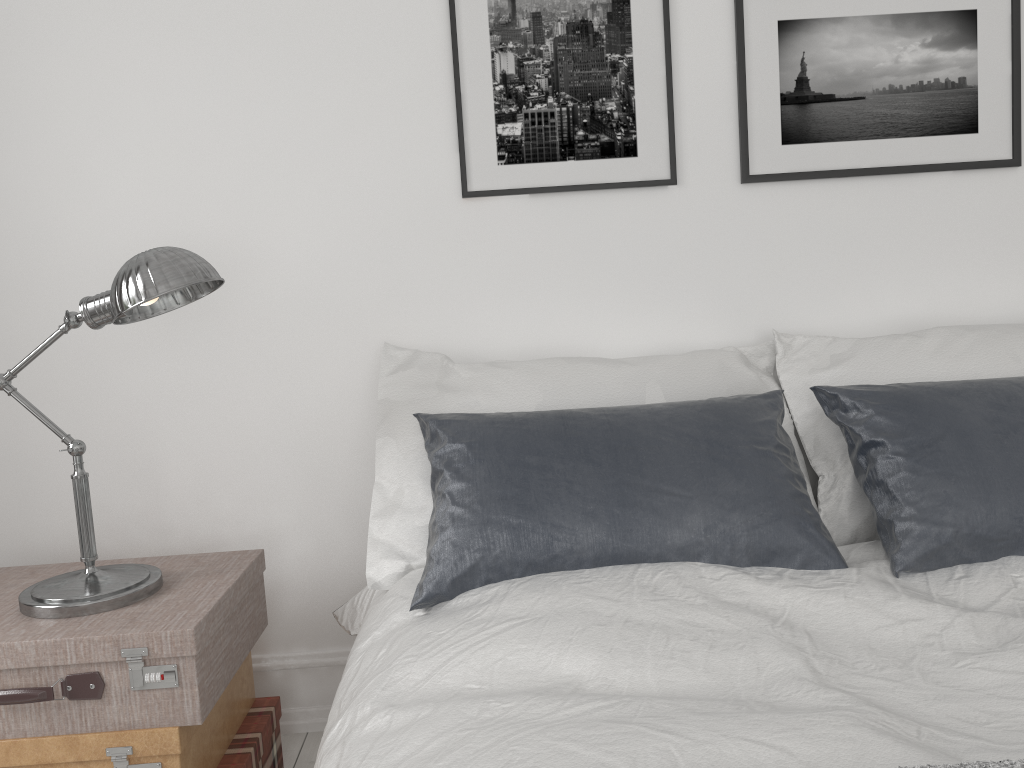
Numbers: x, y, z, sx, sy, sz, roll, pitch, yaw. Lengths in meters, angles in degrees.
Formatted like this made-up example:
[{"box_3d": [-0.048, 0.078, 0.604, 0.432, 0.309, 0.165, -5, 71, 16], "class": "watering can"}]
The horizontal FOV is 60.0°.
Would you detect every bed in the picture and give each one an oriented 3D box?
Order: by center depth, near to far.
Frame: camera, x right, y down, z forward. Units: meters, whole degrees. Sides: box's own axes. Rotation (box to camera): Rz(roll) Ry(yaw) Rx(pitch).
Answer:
[{"box_3d": [0.688, 0.500, 1.121, 2.217, 0.926, 2.473, -4, 6, -1], "class": "bed"}]

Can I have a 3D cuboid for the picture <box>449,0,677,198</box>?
[{"box_3d": [0.120, -0.890, 2.205, 0.545, 0.810, 0.015, -4, 6, -1], "class": "picture"}]

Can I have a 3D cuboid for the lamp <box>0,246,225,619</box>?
[{"box_3d": [-0.801, 0.084, 1.801, 0.488, 0.699, 0.269, -4, 6, -1], "class": "lamp"}]

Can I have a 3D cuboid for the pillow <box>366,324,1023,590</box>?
[{"box_3d": [0.660, 0.115, 2.029, 1.965, 0.529, 0.465, -4, 6, -2], "class": "pillow"}]

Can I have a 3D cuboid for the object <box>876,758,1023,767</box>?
[{"box_3d": [0.693, 0.641, 0.861, 2.236, 0.500, 0.521, -3, 6, 2], "class": "object"}]

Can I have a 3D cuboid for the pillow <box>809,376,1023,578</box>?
[{"box_3d": [1.102, 0.160, 1.827, 0.842, 0.339, 0.405, -4, 6, -1], "class": "pillow"}]

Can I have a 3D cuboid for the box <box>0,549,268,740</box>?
[{"box_3d": [-0.898, 0.531, 1.843, 0.647, 0.185, 0.537, -4, 6, -1], "class": "box"}]

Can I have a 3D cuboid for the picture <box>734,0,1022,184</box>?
[{"box_3d": [0.928, -0.775, 2.241, 0.720, 0.486, 0.015, -4, 6, -1], "class": "picture"}]

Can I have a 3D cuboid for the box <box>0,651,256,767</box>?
[{"box_3d": [-0.932, 0.716, 1.860, 0.647, 0.185, 0.537, -4, 6, -1], "class": "box"}]

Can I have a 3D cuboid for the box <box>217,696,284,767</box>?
[{"box_3d": [-0.870, 0.895, 1.884, 0.647, 0.185, 0.537, -4, 6, -1], "class": "box"}]

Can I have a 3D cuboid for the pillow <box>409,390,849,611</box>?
[{"box_3d": [0.211, 0.218, 1.816, 0.837, 0.329, 0.405, -4, 6, -1], "class": "pillow"}]
